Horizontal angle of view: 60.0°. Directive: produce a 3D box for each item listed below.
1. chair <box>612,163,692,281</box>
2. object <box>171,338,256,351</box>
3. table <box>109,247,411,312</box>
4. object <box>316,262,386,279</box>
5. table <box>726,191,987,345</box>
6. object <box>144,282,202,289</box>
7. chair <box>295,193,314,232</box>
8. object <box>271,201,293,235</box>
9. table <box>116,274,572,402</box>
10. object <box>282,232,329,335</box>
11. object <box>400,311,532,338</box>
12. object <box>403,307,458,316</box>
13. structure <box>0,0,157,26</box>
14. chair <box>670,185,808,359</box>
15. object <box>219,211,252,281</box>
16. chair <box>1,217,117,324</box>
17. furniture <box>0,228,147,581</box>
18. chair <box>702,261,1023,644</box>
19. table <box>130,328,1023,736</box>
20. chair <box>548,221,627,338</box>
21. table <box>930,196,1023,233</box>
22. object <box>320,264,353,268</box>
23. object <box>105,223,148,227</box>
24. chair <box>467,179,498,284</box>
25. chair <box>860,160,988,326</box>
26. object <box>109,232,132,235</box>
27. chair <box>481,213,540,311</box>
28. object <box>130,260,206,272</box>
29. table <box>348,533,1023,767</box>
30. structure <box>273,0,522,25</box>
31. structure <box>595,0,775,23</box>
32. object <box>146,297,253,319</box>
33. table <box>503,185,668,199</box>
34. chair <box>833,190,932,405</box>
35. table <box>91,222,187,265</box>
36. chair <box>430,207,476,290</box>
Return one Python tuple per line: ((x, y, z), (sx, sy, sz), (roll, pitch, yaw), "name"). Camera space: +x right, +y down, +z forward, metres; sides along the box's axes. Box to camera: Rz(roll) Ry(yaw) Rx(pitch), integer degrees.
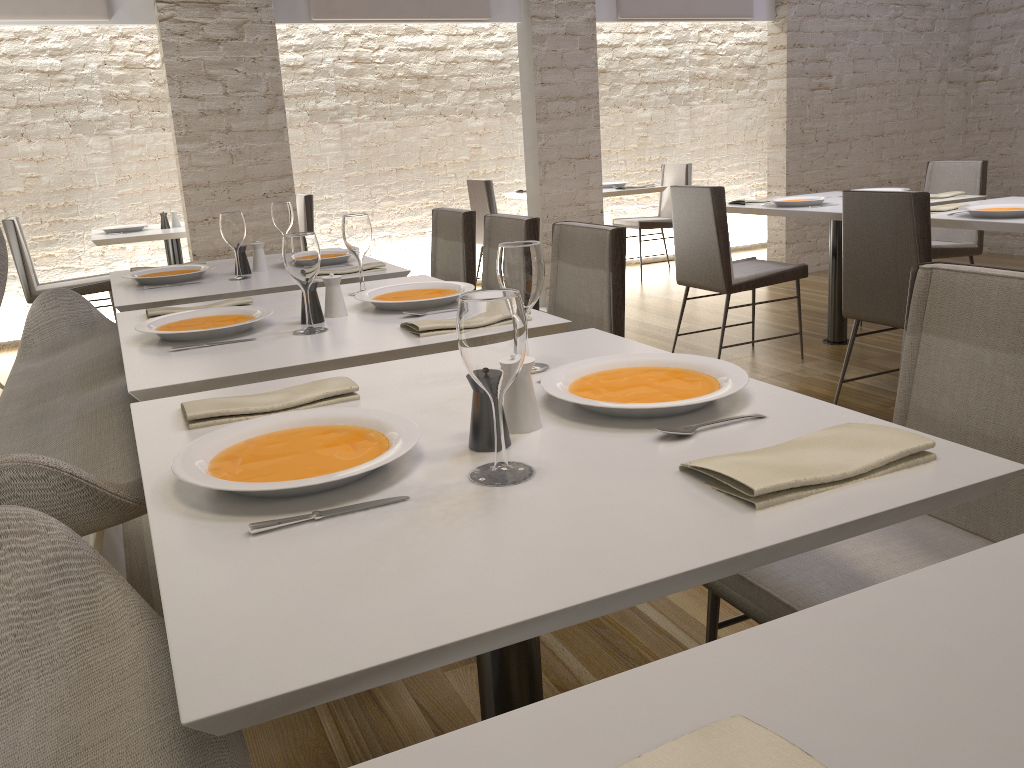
((1.184, -1.359, 7.378), (0.567, 0.897, 0.415), (-10, 15, -23), "chair")
((-0.671, -0.092, 1.998), (0.185, 0.010, 0.017), (-10, 16, -23), "object")
((-0.955, -0.053, 3.372), (0.938, 0.753, 1.018), (-10, 16, -23), "table")
((-0.588, -0.393, 3.068), (0.273, 0.032, 0.143), (-10, 17, -23), "object")
((1.732, -0.592, 4.713), (0.938, 0.753, 1.018), (-10, 16, -23), "table")
((-1.151, -0.338, 3.012), (0.185, 0.010, 0.017), (-10, 16, -23), "object")
((-1.636, -0.838, 6.138), (0.567, 0.897, 0.415), (-10, 15, -23), "chair")
((-0.917, -0.617, 3.568), (0.086, 0.229, 0.087), (-2, 13, 6), "object")
((-0.475, 0.193, 2.358), (0.938, 0.753, 1.018), (-10, 16, -23), "table")
((-0.482, -0.234, 2.060), (0.086, 0.229, 0.087), (-2, 13, 6), "object")
((-0.108, -0.147, 2.054), (0.273, 0.032, 0.143), (-10, 17, -23), "object")
((-0.185, -0.184, 2.209), (0.182, 0.015, 0.038), (-10, 16, -22), "object")
((-2.772, -2.678, 4.428), (1.637, 1.659, 0.098), (-10, 15, -24), "structure")
((1.129, -0.560, 4.463), (0.567, 0.897, 0.415), (-10, 15, -23), "chair")
((-0.956, -0.477, 3.063), (0.086, 0.229, 0.087), (-2, 13, 6), "object")
((-2.823, -0.619, 5.616), (0.567, 0.897, 0.415), (-10, 15, -23), "chair")
((-1.464, 0.005, 2.645), (0.709, 1.087, 2.603), (-10, 16, -23), "furniture")
((0.638, 0.292, 1.460), (0.567, 0.897, 0.415), (-10, 15, -23), "chair")
((-0.010, 0.431, 1.377), (0.938, 0.753, 1.018), (-10, 16, -23), "table")
((0.044, -0.012, 2.713), (0.567, 0.897, 0.415), (-10, 15, -23), "chair")
((2.212, -0.346, 3.699), (0.938, 0.753, 1.018), (-10, 16, -23), "table")
((-0.665, -0.430, 3.224), (0.182, 0.015, 0.038), (-10, 16, -22), "object")
((-2.622, -1.066, 6.014), (0.273, 0.032, 0.143), (-10, 17, -23), "object")
((-0.003, -1.140, 6.856), (0.567, 0.897, 0.415), (-10, 15, -23), "chair")
((2.317, -0.779, 4.985), (0.567, 0.897, 0.415), (-10, 15, -23), "chair")
((-2.421, -0.946, 5.538), (0.185, 0.010, 0.017), (-10, 16, -23), "object")
((-0.192, -0.133, 3.212), (0.567, 0.897, 0.415), (-10, 15, -23), "chair")
((-1.353, -0.458, 3.487), (0.273, 0.032, 0.143), (-10, 17, -23), "object")
((0.460, 0.672, 0.382), (0.938, 0.753, 1.018), (-10, 16, -23), "table")
((-0.726, -3.056, 5.328), (1.637, 1.659, 0.098), (-10, 15, -24), "structure")
((1.192, -3.410, 6.172), (1.637, 1.659, 0.098), (-10, 15, -24), "structure")
((-0.873, -0.212, 2.473), (0.273, 0.032, 0.143), (-10, 17, -23), "object")
((0.582, -1.179, 7.134), (0.938, 0.753, 1.018), (-10, 16, -23), "table")
((1.607, -0.315, 3.453), (0.567, 0.897, 0.415), (-10, 15, -23), "chair")
((-2.224, -0.661, 5.899), (0.938, 0.753, 1.018), (-10, 16, -23), "table")
((-0.435, -0.257, 3.726), (0.567, 0.897, 0.415), (-10, 15, -23), "chair")
